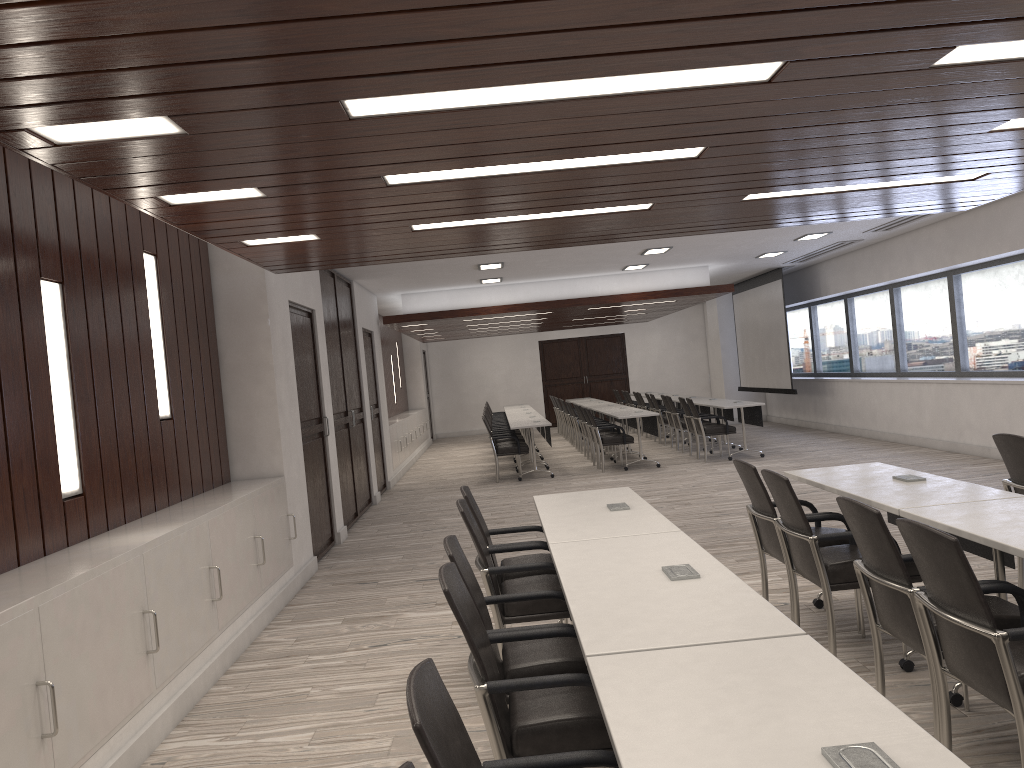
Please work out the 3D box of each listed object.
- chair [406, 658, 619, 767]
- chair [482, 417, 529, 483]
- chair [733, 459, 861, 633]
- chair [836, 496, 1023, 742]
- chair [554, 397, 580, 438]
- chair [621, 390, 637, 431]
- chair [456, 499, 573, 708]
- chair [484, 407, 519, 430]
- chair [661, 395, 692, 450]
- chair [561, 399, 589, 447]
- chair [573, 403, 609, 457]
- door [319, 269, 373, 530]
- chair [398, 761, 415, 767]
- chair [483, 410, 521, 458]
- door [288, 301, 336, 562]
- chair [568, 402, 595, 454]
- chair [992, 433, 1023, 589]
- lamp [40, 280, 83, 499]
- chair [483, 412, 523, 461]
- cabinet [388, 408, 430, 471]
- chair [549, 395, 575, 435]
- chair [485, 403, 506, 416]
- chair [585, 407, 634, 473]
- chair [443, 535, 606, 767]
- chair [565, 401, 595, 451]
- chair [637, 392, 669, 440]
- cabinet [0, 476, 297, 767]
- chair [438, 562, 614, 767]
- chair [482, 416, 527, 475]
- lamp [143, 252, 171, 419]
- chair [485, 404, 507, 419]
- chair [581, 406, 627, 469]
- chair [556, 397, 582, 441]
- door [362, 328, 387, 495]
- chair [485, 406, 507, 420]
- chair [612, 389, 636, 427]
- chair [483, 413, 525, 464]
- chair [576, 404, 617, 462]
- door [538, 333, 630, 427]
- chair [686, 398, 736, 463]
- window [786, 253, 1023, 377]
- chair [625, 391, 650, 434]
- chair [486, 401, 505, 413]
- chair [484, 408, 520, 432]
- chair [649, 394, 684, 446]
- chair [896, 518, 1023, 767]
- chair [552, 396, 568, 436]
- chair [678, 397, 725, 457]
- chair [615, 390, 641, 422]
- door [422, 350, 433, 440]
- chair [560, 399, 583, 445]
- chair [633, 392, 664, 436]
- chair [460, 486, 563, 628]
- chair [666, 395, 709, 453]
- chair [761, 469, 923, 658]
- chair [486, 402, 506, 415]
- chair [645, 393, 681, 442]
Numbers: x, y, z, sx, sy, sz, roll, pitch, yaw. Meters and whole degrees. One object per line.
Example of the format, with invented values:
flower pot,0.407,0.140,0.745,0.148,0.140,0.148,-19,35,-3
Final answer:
chair,0.152,1.022,1.781,0.638,0.939,0.513,-5,1,-2
chair,-0.077,0.922,12.876,0.638,0.939,0.513,-5,1,0
chair,1.595,0.851,4.857,0.638,0.939,0.513,-5,1,-2
chair,1.618,0.866,3.327,0.638,0.939,0.513,-5,1,-1
chair,1.295,0.719,19.517,0.638,0.939,0.513,-5,1,-1
chair,2.773,0.578,19.552,0.638,0.939,0.513,-5,1,-1
chair,0.092,1.000,4.298,0.638,0.939,0.513,-5,1,-2
chair,-0.190,0.883,17.438,0.638,0.939,0.513,-5,1,-1
chair,2.882,0.618,14.986,0.638,0.939,0.513,-5,1,-2
chair,1.324,0.738,17.474,0.638,0.939,0.513,-5,1,-1
chair,1.390,0.760,14.949,0.638,0.939,0.513,-5,1,-1
door,-1.968,0.132,10.349,0.200,2.889,2.327,-5,1,-1
chair,0.163,1.027,1.251,0.638,0.939,0.513,-5,1,-1
chair,-0.155,0.896,15.911,0.638,0.939,0.513,-5,1,-1
door,-1.897,0.433,8.215,0.200,2.323,1.163,-5,1,-1
chair,1.360,0.752,15.950,0.638,0.939,0.513,-5,1,-1
chair,3.076,0.710,4.882,0.638,0.939,0.513,-5,1,-1
lamp,-2.258,0.029,4.345,0.094,1.058,0.236,-5,1,-1
chair,-0.126,0.904,14.933,0.638,0.939,0.513,-5,1,0
cabinet,-2.134,0.986,17.572,0.476,0.698,7.540,-5,1,-1
chair,1.250,0.706,21.035,0.638,0.939,0.513,-5,1,-2
chair,-0.228,0.864,19.486,0.638,0.939,0.513,-5,1,-1
chair,1.429,0.779,12.906,0.638,0.939,0.513,-5,1,-1
chair,0.107,1.010,3.296,0.638,0.939,0.513,-5,1,-2
chair,1.346,0.747,16.467,0.638,0.939,0.513,-5,1,0
chair,2.824,0.596,17.496,0.638,0.939,0.513,-5,1,-1
cabinet,-1.834,1.117,3.142,0.476,0.698,7.540,-5,1,-1
chair,0.133,1.013,2.776,0.638,0.939,0.513,-5,1,-1
chair,-0.096,0.918,13.398,0.638,0.939,0.513,-5,1,-2
lamp,-2.315,-0.300,5.661,0.094,1.058,0.236,-5,1,-1
chair,-0.217,0.868,18.961,0.638,0.939,0.513,-5,1,-2
chair,1.406,0.775,13.439,0.638,0.939,0.513,-5,1,-2
chair,1.298,0.724,18.998,0.638,0.939,0.513,-5,1,-1
door,-1.986,0.394,12.485,0.200,2.323,1.163,-5,1,-1
chair,-0.184,0.876,17.963,0.638,0.939,0.513,-5,1,-2
chair,2.747,0.564,21.063,0.638,0.939,0.513,-5,1,-1
chair,-0.115,0.909,14.400,0.638,0.939,0.513,-5,1,-2
chair,1.400,0.765,14.429,0.638,0.939,0.513,-5,1,-2
door,1.971,-0.106,23.805,2.329,2.323,0.200,-5,1,-1
chair,2.907,0.638,12.939,0.638,0.939,0.513,-5,1,0
window,5.888,-0.819,13.513,0.118,1.419,10.452,-5,1,-1
chair,2.782,0.583,19.020,0.638,0.939,0.513,-5,1,-2
chair,-0.254,0.850,21.005,0.638,0.939,0.513,-5,1,-1
chair,-0.159,0.891,16.430,0.638,0.939,0.513,-5,1,-1
chair,2.845,0.610,15.977,0.638,0.939,0.513,-5,1,-1
chair,1.627,0.871,2.804,0.638,0.939,0.513,-5,1,-2
chair,1.277,0.709,20.517,0.638,0.939,0.513,-5,1,-1
chair,2.897,0.633,13.462,0.638,0.939,0.513,-5,1,-2
chair,2.749,0.569,20.542,0.638,0.939,0.513,-5,1,0
door,-2.196,0.303,22.564,0.200,2.323,1.163,-5,1,-1
chair,1.323,0.733,17.998,0.638,0.939,0.513,-5,1,-1
chair,2.820,0.590,18.021,0.638,0.939,0.513,-5,1,-2
chair,0.080,0.996,4.827,0.638,0.939,0.513,-5,1,-2
chair,2.875,0.624,14.464,0.638,0.939,0.513,-5,1,-1
chair,1.604,0.856,4.330,0.638,0.939,0.513,-5,1,-2
chair,-0.240,0.854,20.481,0.638,0.939,0.513,-5,1,-1
chair,2.836,0.605,16.501,0.638,0.939,0.513,-5,1,0
